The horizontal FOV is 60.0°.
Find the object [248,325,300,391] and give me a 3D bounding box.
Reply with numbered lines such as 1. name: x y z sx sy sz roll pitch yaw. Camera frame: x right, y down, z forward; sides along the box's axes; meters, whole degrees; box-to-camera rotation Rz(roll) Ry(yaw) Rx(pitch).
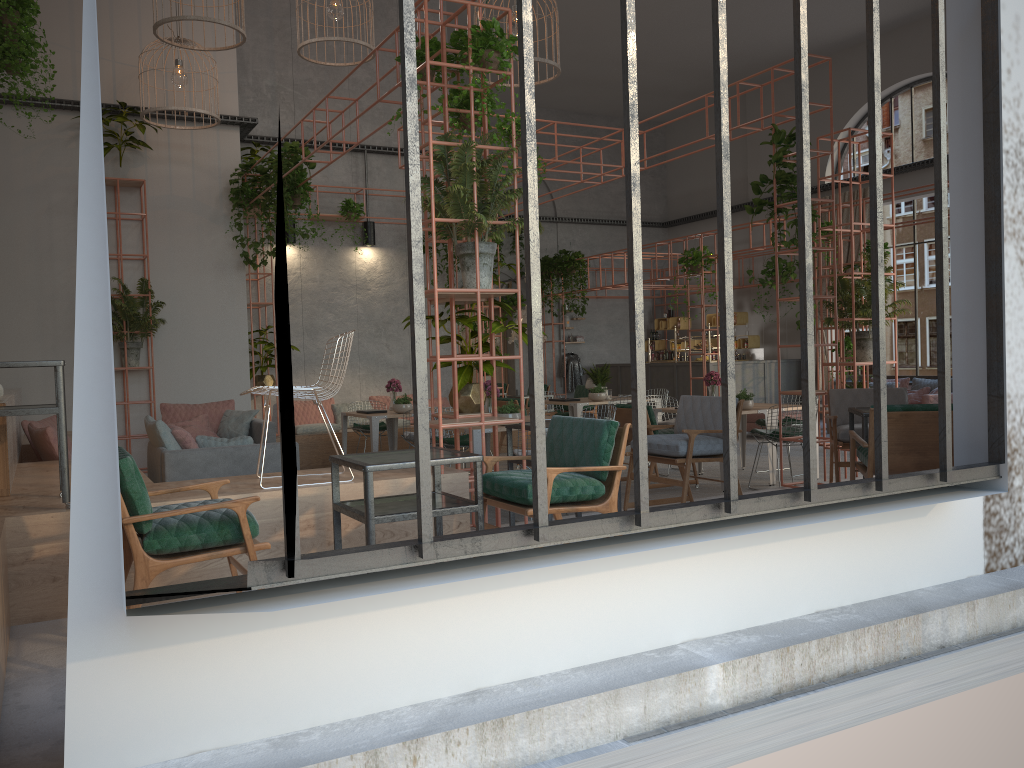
1. object: -3.409 -0.355 12.181 0.934 0.919 0.903 -1 2 33

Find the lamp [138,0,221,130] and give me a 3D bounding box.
1. lamp: -3.947 -4.835 10.365 0.883 3.476 0.883 -1 2 24

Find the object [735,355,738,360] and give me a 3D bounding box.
1. object: 4.885 -0.581 19.443 0.115 0.107 0.115 -1 2 28

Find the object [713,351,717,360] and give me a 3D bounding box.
1. object: 4.582 -0.659 20.000 0.072 0.248 0.094 -3 2 -28

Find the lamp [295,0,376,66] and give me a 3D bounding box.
1. lamp: -2.068 -5.526 10.126 0.883 3.476 0.883 -1 2 24

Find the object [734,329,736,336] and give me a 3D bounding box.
1. object: 4.875 -1.131 19.440 0.083 0.159 0.083 -1 2 17

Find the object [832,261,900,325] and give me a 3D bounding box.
1. object: 5.052 -1.317 12.715 0.923 0.946 0.924 -1 2 28

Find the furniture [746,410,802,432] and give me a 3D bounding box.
1. furniture: 4.363 0.658 14.975 0.941 0.446 0.976 -3 2 -28

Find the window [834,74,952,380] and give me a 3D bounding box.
1. window: 7.638 -2.834 16.388 0.089 5.538 4.127 -3 2 -28

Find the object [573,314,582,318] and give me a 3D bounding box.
1. object: 1.574 -1.632 21.281 0.263 0.101 0.013 -3 2 -28

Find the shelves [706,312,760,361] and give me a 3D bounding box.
1. shelves: 4.797 -0.663 19.816 0.328 1.838 1.750 -3 2 -28

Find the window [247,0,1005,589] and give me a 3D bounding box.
1. window: 0.610 -2.202 3.448 4.126 5.544 0.089 -3 2 -28

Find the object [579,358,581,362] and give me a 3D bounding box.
1. object: 1.644 -0.580 21.391 0.033 0.146 0.070 -1 2 33

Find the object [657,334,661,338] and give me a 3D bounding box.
1. object: 3.650 -1.164 22.013 0.115 0.147 0.115 -1 2 17

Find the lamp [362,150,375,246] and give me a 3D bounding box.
1. lamp: -2.175 -2.805 13.371 0.179 1.425 0.185 -3 2 -28

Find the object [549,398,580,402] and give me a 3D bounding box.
1. object: 0.735 0.221 12.408 0.268 0.031 0.427 -3 2 -28

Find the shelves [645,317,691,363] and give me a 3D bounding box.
1. shelves: 3.893 -0.686 21.510 0.328 1.838 1.750 -3 2 -28

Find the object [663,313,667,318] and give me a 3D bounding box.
1. object: 3.721 -1.662 21.513 0.088 0.123 0.088 -1 2 28

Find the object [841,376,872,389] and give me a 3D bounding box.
1. object: 4.995 0.150 12.806 0.438 0.527 0.368 -3 2 -28

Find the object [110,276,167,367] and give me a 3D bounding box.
1. object: -4.690 -0.757 10.880 0.894 1.097 0.900 -2 2 1

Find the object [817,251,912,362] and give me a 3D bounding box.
1. object: 3.571 -0.780 9.008 0.894 1.100 0.900 -2 2 1

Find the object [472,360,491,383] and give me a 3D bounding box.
1. object: -0.440 -0.208 13.831 0.438 0.527 0.368 -3 2 -28

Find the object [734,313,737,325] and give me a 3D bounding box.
1. object: 4.916 -1.426 19.506 0.137 0.261 0.137 -2 2 8

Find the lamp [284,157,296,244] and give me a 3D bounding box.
1. lamp: -3.240 -2.753 12.803 0.179 1.425 0.185 -3 2 -28

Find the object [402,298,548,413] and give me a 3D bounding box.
1. object: -0.262 -0.253 6.398 0.934 0.923 0.903 -1 2 28

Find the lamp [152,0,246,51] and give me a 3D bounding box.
1. lamp: -3.189 -5.232 8.860 0.883 3.476 0.883 -1 2 24

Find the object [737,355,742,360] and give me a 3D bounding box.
1. object: 4.994 -0.586 19.502 0.115 0.107 0.115 -3 2 -22

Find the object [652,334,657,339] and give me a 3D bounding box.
1. object: 3.535 -1.159 21.951 0.115 0.147 0.115 -1 2 17

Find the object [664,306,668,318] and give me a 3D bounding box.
1. object: 3.799 -1.761 21.736 0.134 0.301 0.134 -3 2 -39

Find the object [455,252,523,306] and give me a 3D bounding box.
1. object: -0.358 -1.678 13.762 0.934 0.947 0.903 -1 2 23

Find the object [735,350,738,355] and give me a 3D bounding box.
1. object: 4.910 -0.689 19.526 0.115 0.107 0.115 -1 2 28

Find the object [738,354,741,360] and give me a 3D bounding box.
1. object: 4.973 -0.594 19.401 0.073 0.131 0.073 -3 2 -35

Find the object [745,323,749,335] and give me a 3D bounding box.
1. object: 5.107 -1.190 19.265 0.075 0.273 0.075 -3 2 -39

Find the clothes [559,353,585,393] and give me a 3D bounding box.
1. clothes: 1.457 -0.248 21.215 0.366 0.997 0.625 0 2 42

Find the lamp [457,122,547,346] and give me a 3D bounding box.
1. lamp: -0.631 -2.750 17.031 0.704 4.052 4.456 -3 2 -28

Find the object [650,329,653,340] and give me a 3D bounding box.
1. object: 3.469 -1.231 22.037 0.066 0.291 0.066 -1 2 32

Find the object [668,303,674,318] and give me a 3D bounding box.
1. object: 3.856 -1.799 21.549 0.134 0.386 0.134 -2 2 6

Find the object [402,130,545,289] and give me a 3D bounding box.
1. object: -0.254 -1.175 5.927 0.894 1.101 0.900 -1 2 26

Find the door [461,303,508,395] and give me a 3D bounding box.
1. door: -0.840 -0.519 20.921 1.360 2.729 0.551 -3 2 -28

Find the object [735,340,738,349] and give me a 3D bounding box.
1. object: 4.899 -0.863 19.352 0.069 0.191 0.069 -2 2 -11

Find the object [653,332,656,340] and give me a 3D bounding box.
1. object: 3.537 -1.234 22.073 0.066 0.291 0.066 -3 2 -22

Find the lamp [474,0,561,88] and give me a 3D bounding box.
1. lamp: 0.004 -4.925 9.083 0.883 3.476 0.883 -1 2 24

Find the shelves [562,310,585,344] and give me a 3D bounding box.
1. shelves: 1.475 -1.365 21.209 0.560 0.790 0.186 -3 2 -28

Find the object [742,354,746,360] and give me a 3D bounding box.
1. object: 5.097 -0.601 19.473 0.073 0.131 0.073 -3 2 -35

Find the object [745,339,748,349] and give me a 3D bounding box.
1. object: 5.082 -0.869 19.100 0.131 0.207 0.131 -1 2 17

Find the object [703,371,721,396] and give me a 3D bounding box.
1. object: 2.356 0.051 10.390 0.213 0.414 0.225 -3 2 -36

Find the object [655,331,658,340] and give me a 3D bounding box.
1. object: 3.609 -1.238 22.110 0.066 0.291 0.066 -2 2 12

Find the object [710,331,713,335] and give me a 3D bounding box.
1. object: 4.555 -1.142 20.320 0.115 0.147 0.115 -2 2 -19

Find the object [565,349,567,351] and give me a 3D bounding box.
1. object: 1.271 -0.815 21.180 0.093 0.121 0.049 -3 2 -26

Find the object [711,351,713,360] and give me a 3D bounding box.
1. object: 4.527 -0.645 20.093 0.073 0.219 0.105 -3 2 -22
